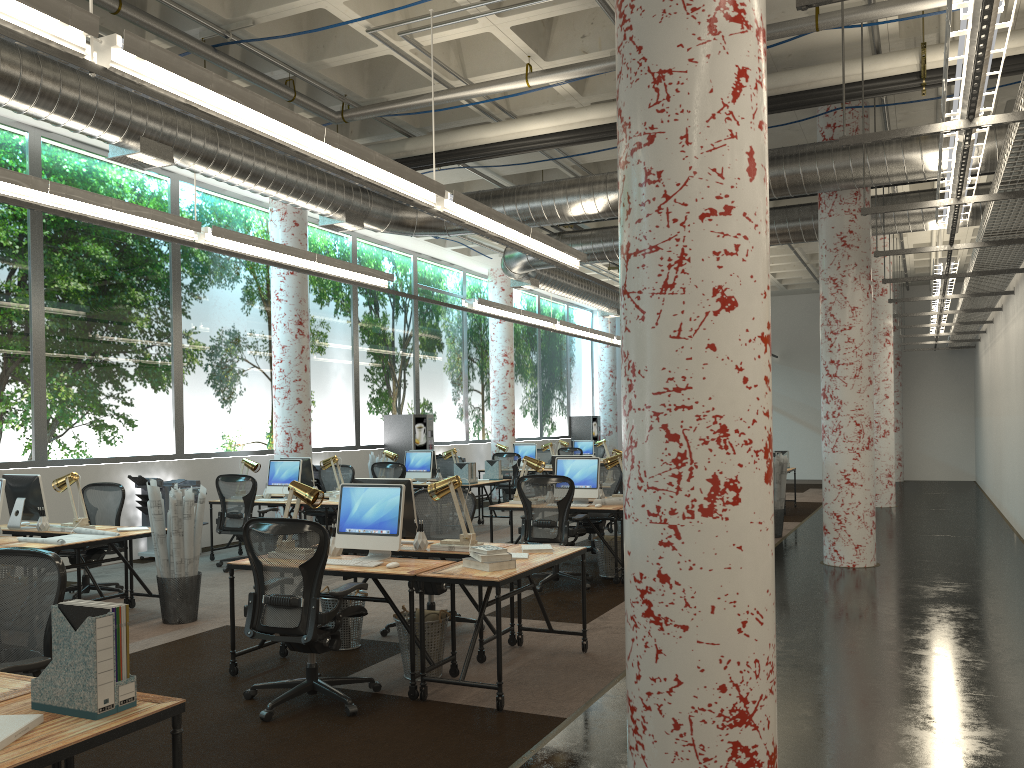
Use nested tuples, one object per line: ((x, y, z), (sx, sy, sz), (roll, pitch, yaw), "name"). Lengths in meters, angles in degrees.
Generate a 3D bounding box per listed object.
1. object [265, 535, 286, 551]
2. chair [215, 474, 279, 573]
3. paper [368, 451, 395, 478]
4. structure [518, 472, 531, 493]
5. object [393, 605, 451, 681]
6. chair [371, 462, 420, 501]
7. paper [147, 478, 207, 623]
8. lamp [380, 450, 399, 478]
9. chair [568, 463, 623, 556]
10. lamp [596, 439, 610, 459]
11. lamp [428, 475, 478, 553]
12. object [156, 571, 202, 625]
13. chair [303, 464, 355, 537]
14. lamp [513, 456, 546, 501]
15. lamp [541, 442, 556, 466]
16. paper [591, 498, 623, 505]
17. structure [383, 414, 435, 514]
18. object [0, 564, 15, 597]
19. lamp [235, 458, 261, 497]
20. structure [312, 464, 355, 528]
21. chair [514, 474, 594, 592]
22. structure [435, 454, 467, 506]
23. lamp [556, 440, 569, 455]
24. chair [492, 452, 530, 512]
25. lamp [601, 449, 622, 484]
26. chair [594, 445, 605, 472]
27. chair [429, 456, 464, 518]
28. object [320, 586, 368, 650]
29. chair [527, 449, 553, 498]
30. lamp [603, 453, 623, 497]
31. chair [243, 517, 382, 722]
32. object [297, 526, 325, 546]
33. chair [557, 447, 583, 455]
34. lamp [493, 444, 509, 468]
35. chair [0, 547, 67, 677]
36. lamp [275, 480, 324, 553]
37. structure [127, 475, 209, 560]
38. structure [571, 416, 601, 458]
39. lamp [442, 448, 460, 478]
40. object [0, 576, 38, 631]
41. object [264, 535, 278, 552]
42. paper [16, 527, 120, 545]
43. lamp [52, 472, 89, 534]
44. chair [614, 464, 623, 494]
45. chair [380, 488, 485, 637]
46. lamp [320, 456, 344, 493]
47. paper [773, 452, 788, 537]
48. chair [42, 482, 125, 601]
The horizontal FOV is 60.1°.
((-3.054, 1.943, 11.410), (0.359, 0.435, 0.353), (-1, -1, 21), "object")
((-3.038, 1.560, 10.149), (0.770, 1.086, 0.792), (-1, -1, 9), "chair")
((-2.163, 1.700, 14.648), (0.440, 1.198, 0.412), (-1, 0, 3), "paper")
((0.167, 2.015, 20.561), (0.503, 1.057, 1.058), (-1, -1, 25), "structure")
((-0.568, 1.621, 5.574), (0.359, 0.435, 0.353), (-1, -1, 21), "object")
((-1.719, 1.672, 12.982), (0.770, 1.086, 0.792), (-1, -1, 9), "chair")
((-2.781, 1.361, 7.323), (0.440, 1.198, 0.412), (-1, 0, 3), "paper")
((-1.978, 1.328, 13.749), (0.528, 0.611, 0.209), (-2, -1, 45), "lamp")
((0.979, 1.474, 10.279), (0.770, 1.086, 0.792), (-1, -1, 9), "chair")
((2.182, 1.577, 20.495), (0.528, 0.611, 0.218), (-2, -1, 45), "lamp")
((-0.347, 0.932, 6.063), (0.528, 0.611, 0.218), (-2, -1, 45), "lamp")
((-2.750, 1.773, 7.329), (0.353, 0.398, 0.353), (-1, -1, -20), "object")
((-2.440, 1.632, 11.873), (0.770, 1.086, 0.792), (-1, -1, 9), "chair")
((0.118, 1.058, 9.319), (0.528, 0.611, 0.218), (-2, -1, 45), "lamp")
((0.811, 1.460, 17.551), (0.528, 0.611, 0.218), (-2, -1, 45), "lamp")
((1.352, 1.176, 8.935), (1.134, 0.082, 0.083), (-1, -1, 0), "paper")
((-1.861, 1.466, 16.215), (0.638, 1.810, 0.750), (-1, 0, 25), "structure")
((-4.652, 1.807, 7.979), (0.359, 0.435, 0.353), (-1, -1, 21), "object")
((-3.300, 1.215, 10.913), (0.528, 0.611, 0.218), (-2, -1, 45), "lamp")
((-2.887, 1.755, 14.004), (0.503, 1.057, 1.058), (-1, -1, 25), "structure")
((0.380, 1.402, 8.555), (0.770, 1.086, 0.792), (-1, -1, 9), "chair")
((-1.205, 1.898, 17.617), (0.503, 1.057, 1.058), (-1, -1, 25), "structure")
((1.073, 1.587, 20.303), (0.528, 0.611, 0.218), (-2, -1, 45), "lamp")
((-0.036, 1.815, 16.595), (0.770, 1.086, 0.792), (-1, -1, 9), "chair")
((1.384, 1.194, 12.191), (0.528, 0.611, 0.209), (-2, -1, 45), "lamp")
((1.933, 2.003, 21.263), (0.770, 1.086, 0.792), (-1, -1, 9), "chair")
((-1.121, 1.744, 14.705), (0.770, 1.086, 0.792), (-1, -1, 9), "chair")
((-1.211, 1.670, 6.367), (0.359, 0.435, 0.353), (-1, -1, 21), "object")
((0.562, 1.887, 18.319), (0.770, 1.086, 0.792), (-1, -1, 9), "chair")
((1.224, 1.047, 9.508), (0.528, 0.611, 0.209), (-2, -1, 45), "lamp")
((-1.194, 1.287, 5.107), (0.770, 1.086, 0.792), (-1, -1, 9), "chair")
((-2.412, 1.894, 10.617), (0.359, 0.435, 0.353), (-1, -1, 21), "object")
((1.335, 1.932, 19.539), (0.770, 1.086, 0.792), (-1, -1, 9), "chair")
((-0.298, 1.471, 17.358), (0.528, 0.611, 0.218), (-2, -1, 45), "lamp")
((-2.130, 1.228, 3.528), (0.770, 1.086, 0.792), (-1, -1, 9), "chair")
((-1.456, 0.942, 5.871), (0.528, 0.611, 0.218), (-2, -1, 45), "lamp")
((-4.252, 1.638, 11.067), (0.503, 1.057, 1.058), (-1, -1, 25), "structure")
((2.079, 1.801, 24.677), (0.638, 1.810, 0.750), (-1, 0, 25), "structure")
((-0.872, 1.317, 13.937), (0.528, 0.611, 0.218), (-2, -1, 45), "lamp")
((-4.009, 1.758, 7.186), (0.359, 0.435, 0.353), (-1, -1, 21), "object")
((-3.092, 1.954, 11.340), (0.235, 0.403, 0.119), (-1, 0, 26), "object")
((-3.535, 1.213, 7.078), (0.568, 0.061, 0.626), (-2, -3, 22), "paper")
((-3.792, 1.069, 7.671), (0.528, 0.611, 0.209), (-2, -1, 45), "lamp")
((1.642, 1.539, 11.424), (0.770, 1.086, 0.792), (-1, -1, 9), "chair")
((-0.596, 1.358, 6.831), (0.770, 1.086, 0.792), (-1, -1, 9), "chair")
((-2.195, 1.205, 11.102), (0.528, 0.611, 0.209), (-2, -1, 45), "lamp")
((3.497, 1.476, 12.028), (0.440, 1.198, 0.412), (-1, 0, 3), "paper")
((-4.037, 1.496, 8.443), (0.770, 1.086, 0.792), (-1, -1, 9), "chair")
